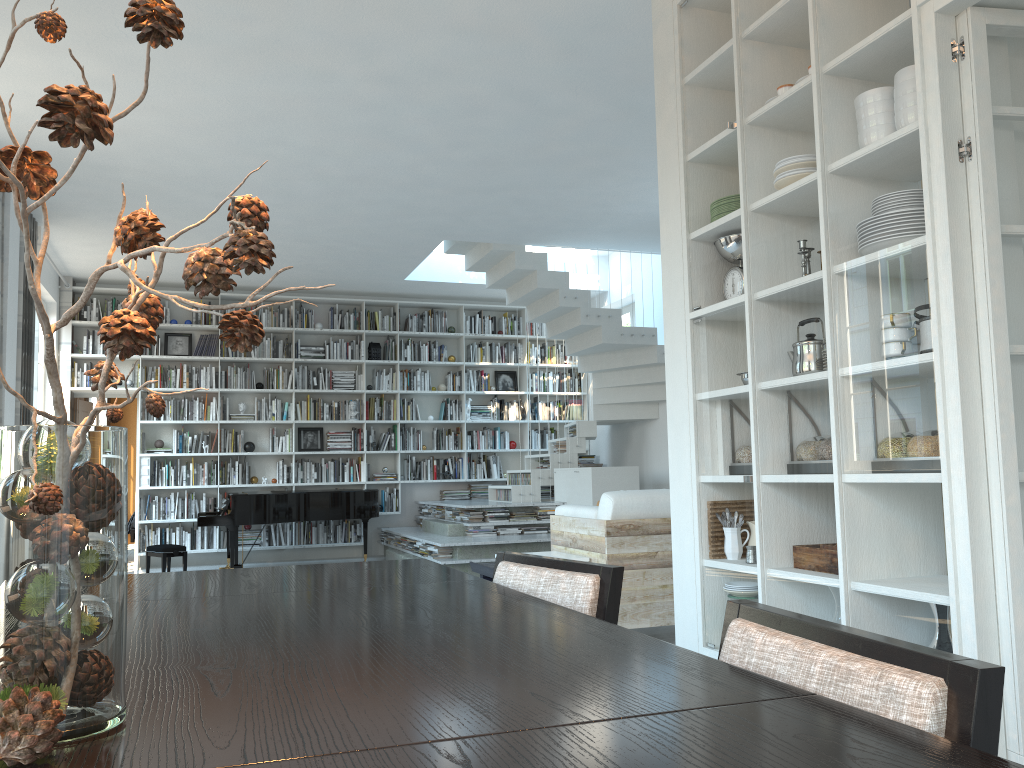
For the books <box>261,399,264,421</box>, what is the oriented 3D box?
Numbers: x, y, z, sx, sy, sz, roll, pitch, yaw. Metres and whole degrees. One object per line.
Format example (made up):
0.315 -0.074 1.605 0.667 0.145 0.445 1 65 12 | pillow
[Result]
-2.957 0.315 10.515 0.022 0.267 0.151 1 -6 -19 | books

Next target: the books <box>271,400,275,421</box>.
-2.840 0.326 10.546 0.028 0.246 0.170 1 -6 -19 | books

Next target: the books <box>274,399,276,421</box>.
-2.819 0.316 10.544 0.012 0.265 0.193 1 -6 -19 | books

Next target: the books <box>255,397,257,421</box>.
-3.031 0.304 10.481 0.012 0.285 0.159 1 -6 -19 | books

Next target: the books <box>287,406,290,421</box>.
-2.673 0.362 10.617 0.027 0.181 0.142 1 -6 -19 | books

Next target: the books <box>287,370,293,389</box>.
-2.663 -0.035 10.622 0.064 0.236 0.209 1 -6 -19 | books

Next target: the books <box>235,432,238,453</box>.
-3.235 0.688 10.398 0.028 0.247 0.142 1 -6 -19 | books

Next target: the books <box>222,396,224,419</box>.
-3.386 0.296 10.387 0.011 0.297 0.136 1 -6 -19 | books

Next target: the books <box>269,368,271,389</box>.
-2.891 -0.050 10.583 0.009 0.266 0.149 1 -6 -19 | books

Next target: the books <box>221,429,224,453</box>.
-3.375 0.666 10.332 0.025 0.284 0.145 1 -6 -19 | books

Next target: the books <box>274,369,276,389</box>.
-2.828 -0.042 10.569 0.013 0.243 0.189 1 -6 -19 | books

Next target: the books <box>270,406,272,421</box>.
-2.871 0.356 10.552 0.025 0.189 0.140 1 -6 -19 | books

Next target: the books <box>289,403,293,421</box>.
-2.649 0.345 10.629 0.026 0.217 0.126 1 -6 -19 | books

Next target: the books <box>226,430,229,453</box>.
-3.321 0.677 10.348 0.036 0.263 0.166 1 -6 -19 | books

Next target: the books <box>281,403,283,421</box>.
-2.757 0.343 10.595 0.026 0.219 0.150 1 -6 -19 | books

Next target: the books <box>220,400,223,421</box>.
-3.396 0.314 10.363 0.024 0.257 0.134 1 -6 -19 | books

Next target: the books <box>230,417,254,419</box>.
-3.177 0.402 10.425 0.254 0.012 0.161 1 -6 -24 | books

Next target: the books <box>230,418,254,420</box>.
-3.178 0.414 10.426 0.254 0.012 0.161 1 -6 -23 | books

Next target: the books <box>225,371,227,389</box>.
-3.366 -0.031 10.421 0.024 0.219 0.140 1 -6 -19 | books

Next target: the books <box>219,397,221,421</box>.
-3.415 0.301 10.364 0.012 0.285 0.159 1 -6 -19 | books

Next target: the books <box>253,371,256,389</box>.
-3.058 -0.035 10.514 0.031 0.232 0.148 1 -6 -19 | books

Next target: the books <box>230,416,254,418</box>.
-3.179 0.390 10.430 0.254 0.012 0.161 1 -6 -22 | books

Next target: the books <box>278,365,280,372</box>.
-2.791 -0.069 10.605 0.006 0.303 0.165 1 -6 -19 | books

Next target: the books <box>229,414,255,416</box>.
-3.179 0.366 10.430 0.285 0.012 0.159 1 -6 -23 | books

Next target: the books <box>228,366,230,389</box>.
-3.326 -0.063 10.416 0.026 0.279 0.151 1 -6 -19 | books

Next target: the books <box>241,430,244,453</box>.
-3.169 0.679 10.412 0.028 0.265 0.144 1 -6 -19 | books

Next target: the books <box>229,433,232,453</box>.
-3.293 0.695 10.359 0.025 0.228 0.153 1 -6 -19 | books

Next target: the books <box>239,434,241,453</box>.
-3.190 0.702 10.387 0.028 0.216 0.175 1 -6 -19 | books

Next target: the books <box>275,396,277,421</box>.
-2.811 0.299 10.557 0.011 0.300 0.178 1 -6 -19 | books

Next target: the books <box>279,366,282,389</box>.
-2.774 -0.058 10.607 0.022 0.284 0.190 1 -6 -19 | books

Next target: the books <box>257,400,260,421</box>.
-2.999 0.323 10.485 0.030 0.247 0.174 1 -6 -19 | books

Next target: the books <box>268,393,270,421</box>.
-2.884 0.284 10.539 0.010 0.329 0.173 1 -6 -19 | books

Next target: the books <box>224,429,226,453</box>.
-3.353 0.672 10.345 0.026 0.274 0.154 1 -6 -19 | books

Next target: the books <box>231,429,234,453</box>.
-3.262 0.670 10.350 0.026 0.274 0.190 1 -6 -19 | books

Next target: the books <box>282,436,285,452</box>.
-2.720 0.723 10.558 0.024 0.188 0.172 1 -6 -19 | books

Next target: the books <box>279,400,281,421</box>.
-2.780 0.324 10.588 0.022 0.256 0.152 1 -6 -19 | books

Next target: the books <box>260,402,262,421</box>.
-2.983 0.336 10.520 0.024 0.226 0.138 1 -6 -19 | books

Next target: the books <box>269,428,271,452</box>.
-2.865 0.673 10.511 0.012 0.285 0.159 1 -6 -19 | books

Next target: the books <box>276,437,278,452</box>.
-2.802 0.725 10.540 0.030 0.182 0.154 1 -6 -19 | books

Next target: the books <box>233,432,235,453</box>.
-3.249 0.688 10.375 0.014 0.243 0.153 1 -6 -19 | books

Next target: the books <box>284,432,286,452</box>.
-2.700 0.694 10.556 0.012 0.244 0.171 1 -6 -19 | books

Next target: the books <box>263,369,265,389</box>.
-2.954 -0.045 10.559 0.005 0.254 0.161 1 -6 -19 | books

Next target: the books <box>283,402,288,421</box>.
-2.709 0.337 10.587 0.060 0.227 0.179 1 -6 -19 | books

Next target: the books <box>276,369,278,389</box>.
-2.812 -0.043 10.600 0.017 0.253 0.139 1 -6 -19 | books

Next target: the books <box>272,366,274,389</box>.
-2.861 -0.060 10.595 0.033 0.287 0.155 1 -6 -19 | books

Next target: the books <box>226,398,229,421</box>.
-3.333 0.305 10.387 0.021 0.277 0.136 1 -6 -19 | books

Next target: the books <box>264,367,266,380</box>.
-2.949 -0.055 10.569 0.012 0.275 0.129 1 -6 -19 | books

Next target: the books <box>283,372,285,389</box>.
-2.735 -0.023 10.628 0.024 0.216 0.142 1 -6 -19 | books

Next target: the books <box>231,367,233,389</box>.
-3.290 -0.054 10.425 0.024 0.262 0.178 1 -6 -19 | books

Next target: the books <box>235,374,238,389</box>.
-3.248 -0.015 10.445 0.029 0.186 0.149 1 -6 -19 | books

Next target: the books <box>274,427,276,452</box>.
-2.821 0.667 10.532 0.012 0.298 0.166 1 -6 -19 | books

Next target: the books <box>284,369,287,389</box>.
-2.711 -0.044 10.629 0.022 0.257 0.155 1 -6 -19 | books

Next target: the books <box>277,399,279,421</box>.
-2.794 0.320 10.562 0.023 0.259 0.170 1 -6 -19 | books

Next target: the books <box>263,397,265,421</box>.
-2.937 0.305 10.510 0.012 0.285 0.167 1 -6 -19 | books

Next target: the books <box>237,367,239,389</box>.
-3.224 -0.056 10.431 0.009 0.263 0.189 1 -6 -19 | books

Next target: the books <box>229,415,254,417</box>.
-3.180 0.378 10.434 0.285 0.012 0.159 1 -6 -17 | books

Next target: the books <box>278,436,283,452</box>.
-2.756 0.722 10.540 0.057 0.188 0.156 1 -6 -19 | books

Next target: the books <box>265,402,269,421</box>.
-2.913 0.337 10.533 0.048 0.224 0.149 1 -6 -19 | books

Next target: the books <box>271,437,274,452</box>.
-2.845 0.722 10.509 0.025 0.186 0.154 1 -6 -19 | books

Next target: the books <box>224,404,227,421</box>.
-3.360 0.339 10.380 0.034 0.209 0.136 1 -6 -19 | books
